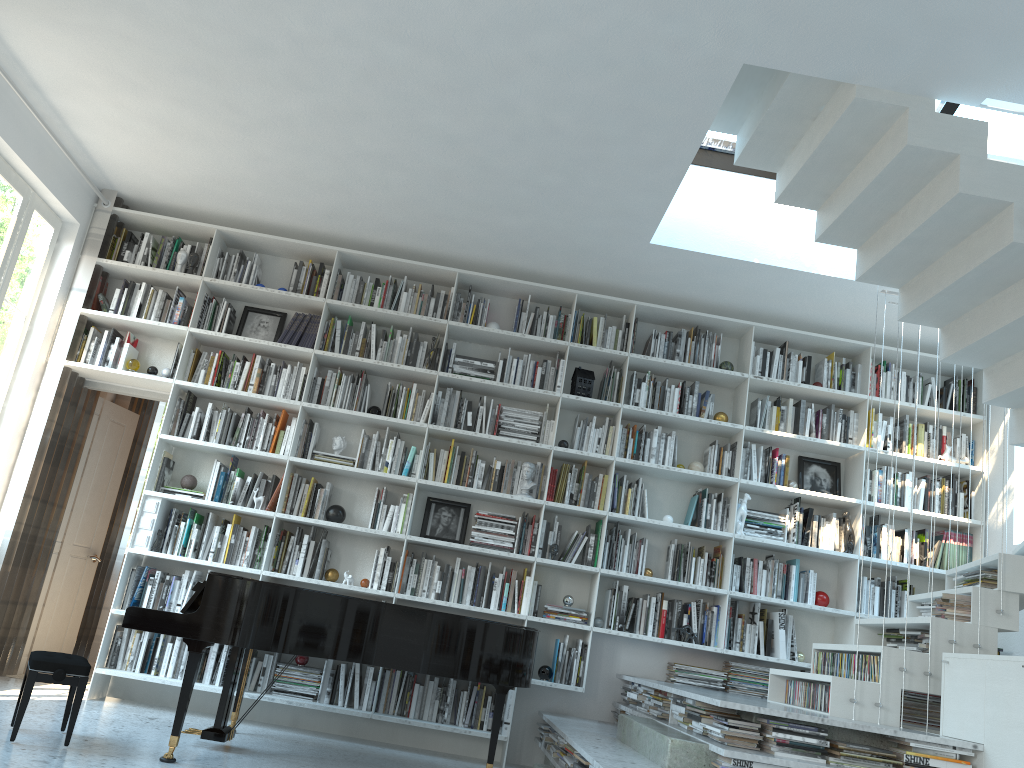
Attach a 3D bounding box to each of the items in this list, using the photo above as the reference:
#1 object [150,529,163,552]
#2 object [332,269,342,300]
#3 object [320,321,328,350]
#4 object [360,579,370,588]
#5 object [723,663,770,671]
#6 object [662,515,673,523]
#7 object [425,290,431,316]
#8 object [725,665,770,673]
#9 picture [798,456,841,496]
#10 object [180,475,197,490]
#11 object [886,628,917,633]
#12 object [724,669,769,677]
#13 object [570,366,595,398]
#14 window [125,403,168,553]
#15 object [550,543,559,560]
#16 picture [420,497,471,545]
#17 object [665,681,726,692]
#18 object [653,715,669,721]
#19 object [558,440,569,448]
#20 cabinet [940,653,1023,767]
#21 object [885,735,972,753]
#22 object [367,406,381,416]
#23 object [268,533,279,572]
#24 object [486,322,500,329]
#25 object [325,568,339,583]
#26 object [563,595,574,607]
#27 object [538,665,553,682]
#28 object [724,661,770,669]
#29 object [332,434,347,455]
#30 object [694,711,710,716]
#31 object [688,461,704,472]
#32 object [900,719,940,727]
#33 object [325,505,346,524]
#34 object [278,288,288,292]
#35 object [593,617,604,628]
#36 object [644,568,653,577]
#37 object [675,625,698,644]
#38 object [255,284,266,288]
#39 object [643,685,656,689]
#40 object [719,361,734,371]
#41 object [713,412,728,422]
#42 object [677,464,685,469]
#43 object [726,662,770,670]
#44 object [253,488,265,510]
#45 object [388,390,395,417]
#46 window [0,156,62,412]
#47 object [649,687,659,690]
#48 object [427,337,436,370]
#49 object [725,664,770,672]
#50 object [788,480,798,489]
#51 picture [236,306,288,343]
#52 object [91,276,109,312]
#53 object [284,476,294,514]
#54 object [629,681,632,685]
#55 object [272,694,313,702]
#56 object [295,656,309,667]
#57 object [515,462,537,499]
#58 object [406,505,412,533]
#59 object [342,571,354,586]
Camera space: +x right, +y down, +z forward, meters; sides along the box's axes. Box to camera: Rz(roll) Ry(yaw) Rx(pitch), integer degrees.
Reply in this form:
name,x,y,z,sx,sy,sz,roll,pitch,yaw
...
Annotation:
name,x,y,z,sx,sy,sz,roll,pitch,yaw
object,-2.240,0.991,5.598,0.045,0.146,0.045,-2,-19,36
object,-1.239,-0.654,6.256,0.012,0.284,0.160,10,-15,-1
object,-1.300,-0.291,6.155,0.012,0.253,0.161,10,-15,-1
object,-0.945,1.283,5.704,0.061,0.062,0.061,-7,-22,45
object,1.539,1.850,5.796,0.285,0.005,0.160,10,-16,-1
object,1.045,0.914,5.946,0.071,0.072,0.072,-7,-22,45
object,-0.597,-0.522,6.265,0.010,0.246,0.157,10,-15,-1
object,1.537,1.860,5.793,0.254,0.005,0.161,10,-16,-1
picture,2.149,0.668,6.201,0.300,0.299,0.078,10,-15,-1
object,-2.121,0.648,5.821,0.105,0.106,0.105,16,-17,-23
object,2.190,1.380,4.919,0.161,0.025,0.175,9,-16,2
object,1.530,1.885,5.785,0.254,0.005,0.161,10,-16,-1
object,0.486,0.006,6.124,0.135,0.247,0.136,13,-16,-11
window,-3.338,0.667,8.509,0.073,2.003,1.989,10,-16,-1
object,0.272,1.087,5.731,0.054,0.113,0.079,10,-16,-3
picture,-0.446,0.924,5.943,0.300,0.299,0.078,10,-15,-1
object,1.180,1.953,5.729,0.346,0.007,0.194,11,-16,-6
object,0.865,1.805,4.771,0.145,0.010,0.267,11,-16,-5
object,0.346,0.413,5.977,0.071,0.072,0.072,-7,-22,45
cabinet,2.191,1.454,3.493,0.551,0.665,0.996,10,-16,-1
object,1.757,1.507,3.747,0.284,0.030,0.177,10,-16,-1
object,-0.933,0.196,6.007,0.097,0.098,0.097,-7,-22,45
object,-1.537,1.101,5.769,0.012,0.253,0.161,10,-15,-1
object,-0.135,-0.383,6.215,0.105,0.105,0.105,16,-17,-23
object,-1.167,1.241,5.743,0.091,0.091,0.091,16,-17,-23
object,0.364,1.398,5.717,0.071,0.072,0.072,-7,-22,45
object,0.209,1.819,5.580,0.093,0.094,0.094,-7,-22,45
object,1.541,1.836,5.787,0.285,0.005,0.160,9,-16,3
object,-1.167,0.414,5.974,0.095,0.156,0.121,6,-16,12
object,0.939,1.524,4.078,0.142,0.006,0.204,11,-16,-3
object,1.265,0.588,6.096,0.112,0.112,0.112,16,-17,-23
object,2.656,2.212,5.786,0.367,0.007,0.206,7,-16,8
object,-1.159,0.862,5.834,0.134,0.135,0.134,-7,-22,45
object,-1.602,-0.630,6.184,0.083,0.083,0.083,16,-17,-23
object,0.563,1.554,5.772,0.071,0.072,0.072,-7,-22,45
object,0.898,1.258,5.880,0.071,0.072,0.072,-7,-22,45
object,1.115,1.592,5.649,0.161,0.113,0.065,14,-16,-13
object,-1.757,-0.657,6.180,0.083,0.083,0.083,16,-17,-23
object,0.863,1.747,5.085,0.159,0.007,0.286,11,-16,-4
object,1.499,-0.108,6.206,0.104,0.105,0.104,-7,-22,45
object,1.440,0.243,6.115,0.101,0.101,0.100,16,-17,-23
object,1.149,0.582,6.065,0.068,0.068,0.068,16,-17,-23
object,1.540,1.844,5.795,0.254,0.005,0.161,10,-16,0
object,-1.631,0.738,5.688,0.082,0.139,0.044,15,-16,-17
object,-0.827,0.166,6.075,0.010,0.225,0.143,10,-15,-1
window,-3.059,-0.392,4.682,0.073,2.003,1.989,10,-16,-1
object,0.876,1.755,5.084,0.144,0.005,0.258,10,-16,-1
object,-0.544,-0.197,6.034,0.075,0.254,0.075,16,-17,-22
object,1.538,1.855,5.794,0.254,0.005,0.161,10,-16,-1
object,1.913,0.704,6.084,0.091,0.092,0.092,-7,-22,45
picture,-1.757,-0.388,6.195,0.300,0.299,0.078,10,-15,-1
object,-2.848,-0.590,6.105,0.035,0.294,0.177,10,-15,-1
object,-1.466,0.752,5.879,0.012,0.269,0.131,10,-15,-1
object,0.835,1.919,5.656,0.131,0.024,0.291,9,-16,1
object,-1.357,1.958,5.548,0.254,0.007,0.161,9,-16,1
object,-1.320,1.729,5.575,0.086,0.087,0.086,16,-17,-23
object,0.099,0.641,5.862,0.137,0.243,0.138,21,-19,-34
object,-0.680,0.919,5.897,0.017,0.215,0.104,10,-15,-1
object,-1.044,1.244,5.683,0.060,0.094,0.078,5,-16,15
